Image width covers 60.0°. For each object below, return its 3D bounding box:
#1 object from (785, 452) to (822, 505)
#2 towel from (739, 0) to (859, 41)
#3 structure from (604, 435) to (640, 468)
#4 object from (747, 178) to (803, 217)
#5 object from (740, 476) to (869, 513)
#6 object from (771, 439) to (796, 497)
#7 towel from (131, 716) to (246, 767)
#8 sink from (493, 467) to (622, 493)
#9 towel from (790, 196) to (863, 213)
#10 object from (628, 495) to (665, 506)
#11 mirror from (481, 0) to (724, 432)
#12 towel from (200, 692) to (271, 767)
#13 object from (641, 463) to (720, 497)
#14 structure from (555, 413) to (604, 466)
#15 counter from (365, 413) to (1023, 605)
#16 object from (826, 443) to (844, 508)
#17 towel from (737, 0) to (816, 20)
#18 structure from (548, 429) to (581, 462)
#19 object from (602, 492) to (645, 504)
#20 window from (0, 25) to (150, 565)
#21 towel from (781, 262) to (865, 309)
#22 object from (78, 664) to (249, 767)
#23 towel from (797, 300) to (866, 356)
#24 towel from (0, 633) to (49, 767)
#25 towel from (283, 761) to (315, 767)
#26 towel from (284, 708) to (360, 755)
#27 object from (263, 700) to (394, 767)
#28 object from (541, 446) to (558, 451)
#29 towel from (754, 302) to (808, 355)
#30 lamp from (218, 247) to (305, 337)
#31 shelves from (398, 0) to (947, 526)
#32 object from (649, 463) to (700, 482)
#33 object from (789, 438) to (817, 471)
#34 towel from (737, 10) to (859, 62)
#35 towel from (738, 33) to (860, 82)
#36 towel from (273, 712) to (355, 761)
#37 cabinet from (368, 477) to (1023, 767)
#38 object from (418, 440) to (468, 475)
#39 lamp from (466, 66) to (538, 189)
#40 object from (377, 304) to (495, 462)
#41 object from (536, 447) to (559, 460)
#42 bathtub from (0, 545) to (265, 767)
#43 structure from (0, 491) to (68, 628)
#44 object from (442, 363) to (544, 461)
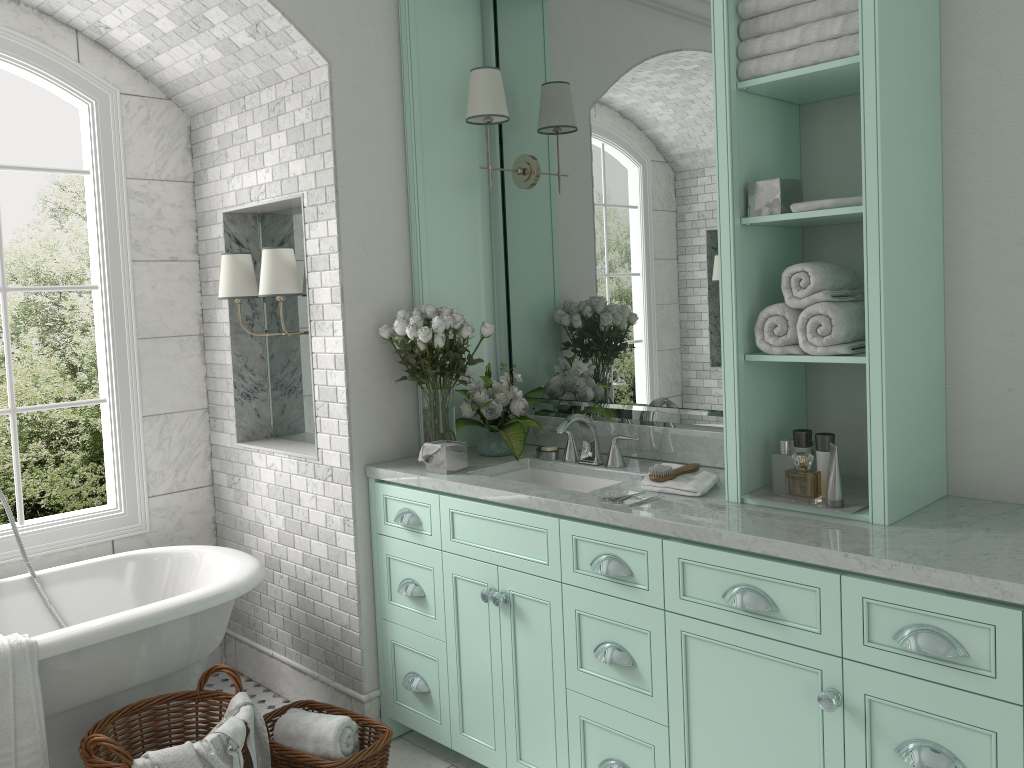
[{"bbox_3d":[0.859,0.274,2.615,0.063,0.147,0.093,-6,5,-40],"label":"object"},{"bbox_3d":[0.990,-1.079,2.694,0.496,0.068,0.400,-8,8,-44],"label":"towel"},{"bbox_3d":[0.423,0.252,3.351,0.157,0.121,0.083,0,5,29],"label":"structure"},{"bbox_3d":[0.795,-0.559,2.673,0.122,0.105,0.118,-6,6,-39],"label":"object"},{"bbox_3d":[0.963,0.330,2.713,0.439,0.008,0.350,-8,8,-44],"label":"object"},{"bbox_3d":[0.834,0.255,2.698,0.093,0.169,0.035,1,5,45],"label":"object"},{"bbox_3d":[-1.030,1.285,2.787,0.400,0.437,0.484,-7,6,-44],"label":"towel"},{"bbox_3d":[0.161,0.401,3.293,0.347,0.079,0.603,-8,8,-44],"label":"sink"},{"bbox_3d":[0.990,-0.525,2.593,0.239,0.055,0.317,2,8,41],"label":"towel"},{"bbox_3d":[0.421,0.366,2.783,0.168,0.005,0.020,-7,7,-40],"label":"object"},{"bbox_3d":[0.409,-0.806,3.491,0.015,1.928,1.436,-6,5,-44],"label":"mirror"},{"bbox_3d":[-1.037,1.300,2.865,0.460,0.468,0.383,-3,4,-6],"label":"towel"},{"bbox_3d":[0.558,0.322,2.984,0.317,0.055,0.240,2,8,42],"label":"object"},{"bbox_3d":[0.263,0.214,3.379,0.103,0.204,0.235,0,5,34],"label":"structure"},{"bbox_3d":[0.680,0.301,2.891,0.826,0.181,2.809,-8,8,-44],"label":"counter"},{"bbox_3d":[0.925,0.262,2.543,0.050,0.179,0.050,-6,5,-42],"label":"object"},{"bbox_3d":[0.981,-1.137,2.682,0.496,0.062,0.400,-8,8,-44],"label":"towel"},{"bbox_3d":[0.204,0.243,3.542,0.157,0.121,0.083,0,5,29],"label":"structure"},{"bbox_3d":[0.356,0.362,2.858,0.075,0.007,0.176,2,7,37],"label":"object"},{"bbox_3d":[-2.453,-0.364,3.527,1.835,2.318,0.118,-7,5,-45],"label":"window"},{"bbox_3d":[0.943,-0.299,2.674,0.299,0.142,0.168,-8,7,-44],"label":"towel"},{"bbox_3d":[-1.095,1.288,2.856,0.519,0.569,0.520,-4,5,-13],"label":"object"},{"bbox_3d":[0.979,-0.170,2.626,0.305,0.159,0.160,-8,7,-44],"label":"towel"},{"bbox_3d":[-1.689,1.043,2.768,0.375,0.462,0.453,-6,6,-42],"label":"towel"},{"bbox_3d":[-0.688,1.423,3.185,0.311,0.162,0.153,1,6,35],"label":"towel"},{"bbox_3d":[-0.709,1.309,3.299,0.313,0.185,0.165,-1,5,15],"label":"towel"},{"bbox_3d":[-0.702,1.386,3.248,0.550,0.260,0.346,1,6,36],"label":"object"},{"bbox_3d":[0.151,0.263,3.588,0.052,0.022,0.077,-5,6,-24],"label":"object"},{"bbox_3d":[0.884,-0.177,2.726,0.312,0.162,0.153,-8,7,-45],"label":"towel"},{"bbox_3d":[-1.069,-0.402,3.943,0.309,0.382,0.548,-7,6,-44],"label":"lamp"},{"bbox_3d":[0.718,-0.719,2.906,0.466,2.118,2.810,-6,6,-44],"label":"shelves"},{"bbox_3d":[0.558,0.291,3.004,0.229,0.044,0.068,-7,6,-35],"label":"object"},{"bbox_3d":[0.917,0.252,2.785,0.035,0.151,0.093,-6,5,-42],"label":"object"},{"bbox_3d":[0.984,-1.015,2.690,0.495,0.068,0.400,-8,8,-44],"label":"towel"},{"bbox_3d":[0.983,-0.955,2.687,0.495,0.068,0.400,-8,8,-44],"label":"towel"},{"bbox_3d":[-0.701,1.276,3.155,0.321,0.211,0.149,0,5,28],"label":"towel"},{"bbox_3d":[0.694,0.936,2.913,0.865,1.095,2.799,-7,7,-44],"label":"cabinet"},{"bbox_3d":[-0.271,0.280,3.422,0.136,0.112,0.147,2,6,41],"label":"object"},{"bbox_3d":[-0.056,-1.062,3.727,0.183,0.486,0.309,1,5,44],"label":"lamp"},{"bbox_3d":[-0.302,0.002,3.583,0.392,0.652,0.356,-5,5,-33],"label":"object"},{"bbox_3d":[0.145,0.282,3.607,0.080,0.035,0.134,-5,6,-26],"label":"object"},{"bbox_3d":[-1.896,1.200,3.120,2.170,0.756,0.942,-8,7,-44],"label":"bathtub"},{"bbox_3d":[-2.092,0.943,3.431,0.780,1.282,0.341,-5,4,-34],"label":"structure"},{"bbox_3d":[-0.066,0.102,3.726,0.395,0.401,0.452,-7,6,-43],"label":"object"}]
